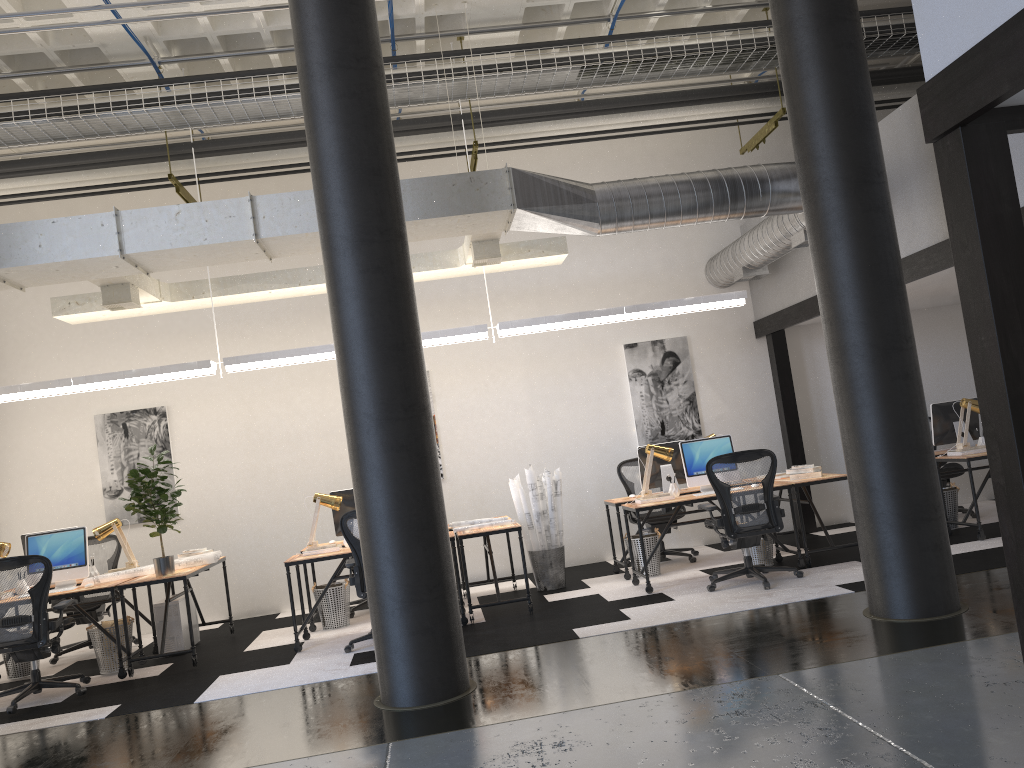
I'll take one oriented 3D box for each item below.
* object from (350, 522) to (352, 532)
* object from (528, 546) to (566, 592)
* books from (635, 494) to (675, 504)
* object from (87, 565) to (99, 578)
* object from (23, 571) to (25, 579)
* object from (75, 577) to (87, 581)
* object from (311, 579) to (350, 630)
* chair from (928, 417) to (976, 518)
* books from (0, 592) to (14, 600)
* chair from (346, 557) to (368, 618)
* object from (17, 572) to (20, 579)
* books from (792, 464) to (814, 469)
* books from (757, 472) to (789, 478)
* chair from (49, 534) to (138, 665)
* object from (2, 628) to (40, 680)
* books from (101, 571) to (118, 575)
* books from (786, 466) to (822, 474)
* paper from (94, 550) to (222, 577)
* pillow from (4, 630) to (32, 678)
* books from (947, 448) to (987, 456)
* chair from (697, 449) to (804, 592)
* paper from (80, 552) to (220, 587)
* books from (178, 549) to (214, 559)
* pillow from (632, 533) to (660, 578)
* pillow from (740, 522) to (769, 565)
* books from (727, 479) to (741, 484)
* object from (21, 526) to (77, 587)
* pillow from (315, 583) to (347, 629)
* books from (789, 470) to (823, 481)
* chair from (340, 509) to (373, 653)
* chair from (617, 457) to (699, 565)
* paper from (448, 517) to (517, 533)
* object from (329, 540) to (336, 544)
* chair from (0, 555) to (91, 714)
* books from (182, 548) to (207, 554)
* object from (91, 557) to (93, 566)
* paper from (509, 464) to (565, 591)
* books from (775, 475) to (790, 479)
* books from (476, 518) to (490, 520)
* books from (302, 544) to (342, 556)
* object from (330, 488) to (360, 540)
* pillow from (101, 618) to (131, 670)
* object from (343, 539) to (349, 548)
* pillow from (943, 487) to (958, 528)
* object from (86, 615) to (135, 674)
[{"bbox_3d":[-1.391,1.294,7.624,0.054,0.207,0.008,-7,-4,-23],"label":"object"},{"bbox_3d":[0.350,1.750,8.395,0.353,0.398,0.353,-11,-5,39],"label":"object"},{"bbox_3d":[1.256,1.012,7.811,0.308,0.038,0.226,-8,-4,-6],"label":"books"},{"bbox_3d":[-3.672,1.655,7.762,0.101,0.126,0.101,-11,-5,39],"label":"object"},{"bbox_3d":[-4.035,1.632,7.325,0.054,0.207,0.008,-7,-4,-23],"label":"object"},{"bbox_3d":[-3.998,1.774,8.008,0.439,0.017,0.119,-8,-4,-6],"label":"object"},{"bbox_3d":[-1.604,1.971,7.979,0.358,0.434,0.353,-8,-4,-10],"label":"object"},{"bbox_3d":[4.398,0.875,9.296,0.770,1.084,0.793,-7,-4,-22],"label":"chair"},{"bbox_3d":[-4.238,1.736,7.170,0.308,0.038,0.226,-8,-4,-6],"label":"books"},{"bbox_3d":[-1.354,1.662,8.714,0.770,1.084,0.793,-7,-4,-22],"label":"chair"},{"bbox_3d":[-4.061,1.636,7.314,0.008,0.207,0.054,-5,-4,-41],"label":"object"},{"bbox_3d":[2.619,0.744,7.986,0.185,0.030,0.153,-10,-4,22],"label":"books"},{"bbox_3d":[2.558,0.899,8.716,0.200,0.024,0.235,-6,-5,-32],"label":"books"},{"bbox_3d":[-3.998,2.000,8.416,0.770,1.084,0.793,-7,-4,-22],"label":"chair"},{"bbox_3d":[-4.248,2.309,7.681,0.358,0.434,0.353,-8,-4,-10],"label":"object"},{"bbox_3d":[-3.463,1.678,7.901,0.308,0.038,0.226,-8,-4,-6],"label":"books"},{"bbox_3d":[2.631,0.775,7.998,0.258,0.044,0.193,-12,-5,41],"label":"books"},{"bbox_3d":[-3.050,1.577,7.638,1.133,0.082,0.083,-5,-5,-41],"label":"paper"},{"bbox_3d":[-4.244,2.316,7.601,0.239,0.406,0.120,-8,-3,-5],"label":"pillow"},{"bbox_3d":[4.157,0.611,8.051,0.308,0.038,0.226,-8,-4,-6],"label":"books"},{"bbox_3d":[1.850,1.094,7.273,0.770,1.084,0.793,-7,-4,-22],"label":"chair"},{"bbox_3d":[-3.035,1.562,7.472,1.133,0.082,0.083,-6,-4,-31],"label":"paper"},{"bbox_3d":[-2.916,1.567,8.174,0.257,0.044,0.193,-9,-4,11],"label":"books"},{"bbox_3d":[1.251,1.592,8.242,0.239,0.406,0.120,-8,-3,-5],"label":"pillow"},{"bbox_3d":[2.192,1.442,8.049,0.239,0.406,0.120,-8,-3,-5],"label":"pillow"},{"bbox_3d":[2.032,0.953,8.542,0.308,0.038,0.226,-8,-4,-6],"label":"books"},{"bbox_3d":[-4.036,1.528,7.797,0.483,0.485,0.190,-8,-3,-6],"label":"object"},{"bbox_3d":[-1.599,1.978,7.899,0.239,0.406,0.120,-8,-3,-5],"label":"pillow"},{"bbox_3d":[2.642,0.819,7.968,0.272,0.050,0.200,-10,-4,21],"label":"books"},{"bbox_3d":[-1.001,1.481,6.931,0.770,1.084,0.793,-7,-4,-22],"label":"chair"},{"bbox_3d":[1.497,1.276,9.057,0.770,1.084,0.793,-7,-4,-22],"label":"chair"},{"bbox_3d":[-0.268,1.229,7.817,0.567,0.061,0.626,-8,-4,-8],"label":"paper"},{"bbox_3d":[-1.679,1.474,8.280,0.059,0.029,0.106,-8,-4,-5],"label":"object"},{"bbox_3d":[-3.645,1.818,6.632,0.770,1.084,0.793,-7,-4,-22],"label":"chair"},{"bbox_3d":[-2.920,1.535,8.161,0.185,0.030,0.153,-8,-4,-8],"label":"books"},{"bbox_3d":[-3.667,1.611,7.755,0.008,0.207,0.054,-7,-4,-19],"label":"object"},{"bbox_3d":[0.272,1.345,8.403,0.440,1.197,0.413,-6,-4,-28],"label":"paper"},{"bbox_3d":[2.549,0.878,8.369,0.243,0.019,0.205,-6,-5,-29],"label":"books"},{"bbox_3d":[-0.320,1.297,8.432,0.205,0.019,0.243,-11,-5,31],"label":"books"},{"bbox_3d":[-1.594,1.398,7.469,0.308,0.038,0.226,-8,-4,-6],"label":"books"},{"bbox_3d":[-1.392,1.190,8.096,0.483,0.485,0.190,-8,-3,-6],"label":"object"},{"bbox_3d":[-3.303,2.166,7.409,0.239,0.406,0.120,-8,-3,-5],"label":"pillow"},{"bbox_3d":[-1.397,1.337,7.613,0.101,0.126,0.101,-11,-5,39],"label":"object"},{"bbox_3d":[4.152,1.191,8.481,0.239,0.406,0.120,-8,-3,-5],"label":"pillow"},{"bbox_3d":[-3.302,2.147,7.331,0.358,0.434,0.353,-8,-4,-10],"label":"object"}]
